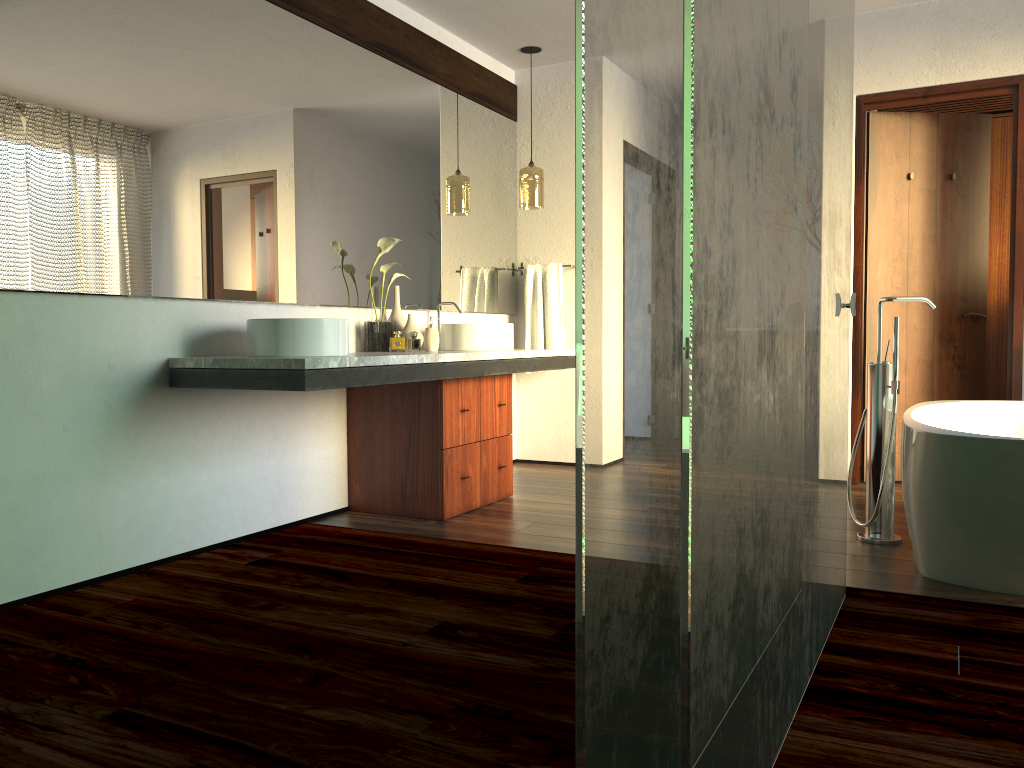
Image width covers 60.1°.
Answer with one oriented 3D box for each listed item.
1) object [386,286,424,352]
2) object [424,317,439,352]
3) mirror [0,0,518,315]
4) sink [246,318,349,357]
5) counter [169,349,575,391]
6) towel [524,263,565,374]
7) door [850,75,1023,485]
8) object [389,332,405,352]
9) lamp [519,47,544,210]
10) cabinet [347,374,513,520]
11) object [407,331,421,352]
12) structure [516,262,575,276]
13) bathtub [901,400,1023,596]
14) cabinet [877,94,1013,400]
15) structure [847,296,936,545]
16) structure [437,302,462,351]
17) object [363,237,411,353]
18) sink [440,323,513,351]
[{"bbox_3d":[-0.496,-0.298,4.041,0.117,0.305,0.245,-2,4,-36],"label":"object"},{"bbox_3d":[-0.367,-0.227,4.041,0.071,0.158,0.070,0,3,10],"label":"object"},{"bbox_3d":[-0.869,-0.895,3.545,0.018,1.152,3.995,1,3,27],"label":"mirror"},{"bbox_3d":[-0.764,-0.165,3.162,0.365,0.131,0.349,1,3,30],"label":"sink"},{"bbox_3d":[-0.405,-0.087,3.851,0.599,0.101,2.213,1,3,27],"label":"counter"},{"bbox_3d":[0.187,-0.383,5.156,0.157,0.636,0.264,-3,4,-45],"label":"towel"},{"bbox_3d":[2.146,-0.463,4.486,0.745,1.947,0.455,1,3,28],"label":"door"},{"bbox_3d":[-0.506,-0.185,3.904,0.065,0.092,0.039,-1,3,-12],"label":"object"},{"bbox_3d":[0.108,-1.416,4.923,0.137,0.867,0.141,-1,3,-20],"label":"lamp"},{"bbox_3d":[-0.350,0.249,4.061,0.523,0.599,0.645,1,3,27],"label":"cabinet"},{"bbox_3d":[-0.433,-0.188,3.914,0.040,0.090,0.056,2,4,37],"label":"object"},{"bbox_3d":[0.203,-0.684,5.199,0.377,0.088,0.100,1,3,28],"label":"structure"},{"bbox_3d":[1.745,0.350,3.000,0.780,0.485,1.587,1,3,26],"label":"bathtub"},{"bbox_3d":[3.047,-0.727,5.419,1.514,2.363,0.351,1,3,28],"label":"cabinet"},{"bbox_3d":[1.364,0.129,3.290,0.240,0.897,0.281,-2,3,-23],"label":"structure"},{"bbox_3d":[-0.333,-0.287,4.396,0.168,0.242,0.064,1,3,31],"label":"structure"},{"bbox_3d":[-0.560,-0.395,3.983,0.189,0.504,0.242,0,3,5],"label":"object"},{"bbox_3d":[-0.172,-0.230,4.344,0.359,0.131,0.355,0,3,5],"label":"sink"}]
